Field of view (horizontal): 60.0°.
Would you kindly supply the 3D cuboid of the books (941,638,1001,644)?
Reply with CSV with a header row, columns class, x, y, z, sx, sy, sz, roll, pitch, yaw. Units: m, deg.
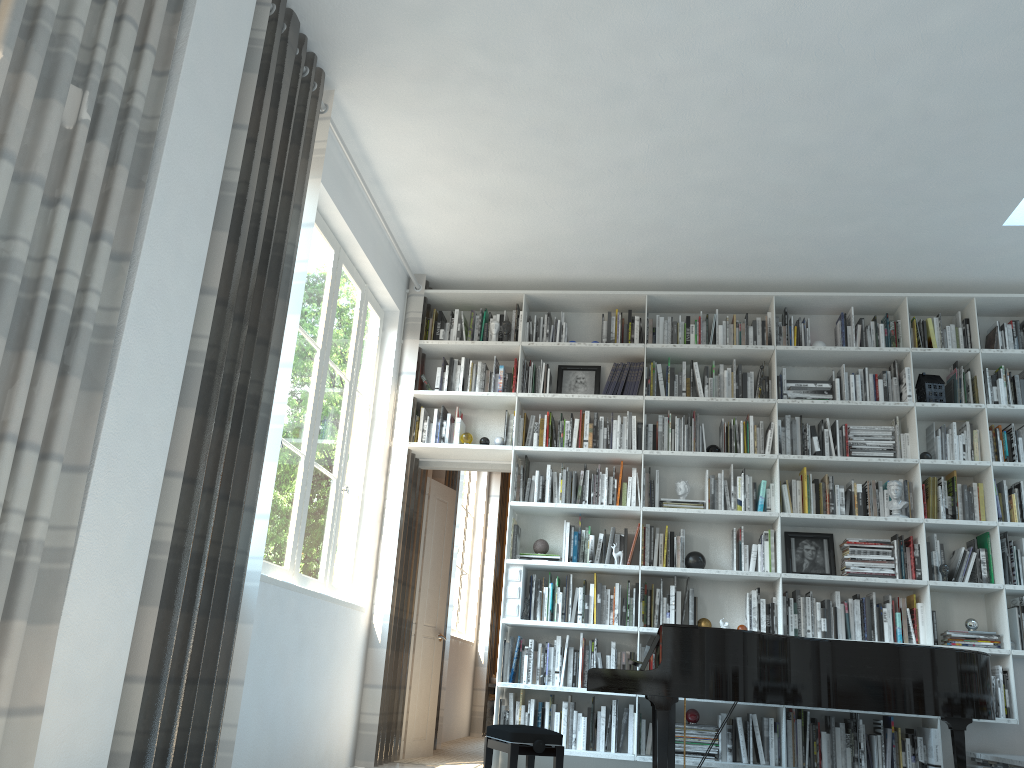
class,x,y,z,sx,sy,sz,roll,pitch,yaw
books,2.698,1.519,5.224,0.285,0.012,0.160,0,-19,11

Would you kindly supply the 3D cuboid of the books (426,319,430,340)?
class,x,y,z,sx,sy,sz,roll,pitch,yaw
books,-0.591,-0.340,6.374,0.024,0.227,0.130,1,-18,8

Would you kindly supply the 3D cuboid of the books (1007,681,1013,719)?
class,x,y,z,sx,sy,sz,roll,pitch,yaw
books,2.820,1.809,5.082,0.012,0.205,0.161,1,-19,8

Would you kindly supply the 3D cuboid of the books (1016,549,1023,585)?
class,x,y,z,sx,sy,sz,roll,pitch,yaw
books,3.031,1.125,5.351,0.011,0.225,0.188,1,-19,8

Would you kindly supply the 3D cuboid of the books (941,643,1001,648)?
class,x,y,z,sx,sy,sz,roll,pitch,yaw
books,2.698,1.543,5.221,0.285,0.012,0.160,0,-19,13

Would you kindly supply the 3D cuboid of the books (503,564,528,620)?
class,x,y,z,sx,sy,sz,roll,pitch,yaw
books,0.026,1.343,5.669,0.106,0.339,0.308,1,-19,8

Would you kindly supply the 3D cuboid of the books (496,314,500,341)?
class,x,y,z,sx,sy,sz,roll,pitch,yaw
books,-0.094,-0.343,6.299,0.021,0.252,0.180,1,-19,8

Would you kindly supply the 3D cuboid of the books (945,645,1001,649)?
class,x,y,z,sx,sy,sz,roll,pitch,yaw
books,2.696,1.553,5.213,0.285,0.012,0.160,0,-19,11

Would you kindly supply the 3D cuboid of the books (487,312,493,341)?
class,x,y,z,sx,sy,sz,roll,pitch,yaw
books,-0.156,-0.353,6.315,0.013,0.274,0.159,1,-18,8

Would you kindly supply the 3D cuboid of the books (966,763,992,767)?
class,x,y,z,sx,sy,sz,roll,pitch,yaw
books,2.671,2.140,4.949,0.191,0.013,0.244,3,-19,5

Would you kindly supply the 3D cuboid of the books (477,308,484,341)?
class,x,y,z,sx,sy,sz,roll,pitch,yaw
books,-0.221,-0.371,6.323,0.014,0.303,0.146,1,-18,8

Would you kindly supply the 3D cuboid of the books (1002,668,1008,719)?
class,x,y,z,sx,sy,sz,roll,pitch,yaw
books,2.797,1.778,5.097,0.015,0.270,0.158,1,-19,8

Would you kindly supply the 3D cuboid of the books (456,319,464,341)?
class,x,y,z,sx,sy,sz,roll,pitch,yaw
books,-0.363,-0.332,6.315,0.030,0.205,0.176,1,-19,8

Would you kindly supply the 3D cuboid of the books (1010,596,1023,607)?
class,x,y,z,sx,sy,sz,roll,pitch,yaw
books,3.010,1.428,5.252,0.010,0.315,0.187,1,-19,8

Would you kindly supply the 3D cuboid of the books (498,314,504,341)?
class,x,y,z,sx,sy,sz,roll,pitch,yaw
books,-0.071,-0.346,6.293,0.027,0.258,0.147,1,-18,8

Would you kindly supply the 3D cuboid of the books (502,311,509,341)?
class,x,y,z,sx,sy,sz,roll,pitch,yaw
books,-0.048,-0.357,6.307,0.013,0.291,0.155,1,-18,8

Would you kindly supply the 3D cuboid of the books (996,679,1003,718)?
class,x,y,z,sx,sy,sz,roll,pitch,yaw
books,2.757,1.795,5.066,0.011,0.211,0.179,1,-19,8

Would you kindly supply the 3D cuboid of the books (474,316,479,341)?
class,x,y,z,sx,sy,sz,roll,pitch,yaw
books,-0.243,-0.345,6.332,0.030,0.256,0.130,1,-18,8

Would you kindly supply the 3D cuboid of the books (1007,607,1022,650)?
class,x,y,z,sx,sy,sz,roll,pitch,yaw
books,2.977,1.463,5.264,0.012,0.253,0.161,1,-19,8

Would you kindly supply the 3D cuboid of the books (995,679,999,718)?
class,x,y,z,sx,sy,sz,roll,pitch,yaw
books,2.748,1.794,5.086,0.012,0.225,0.149,1,-19,8

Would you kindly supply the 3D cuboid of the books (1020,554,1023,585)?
class,x,y,z,sx,sy,sz,roll,pitch,yaw
books,3.044,1.133,5.360,0.013,0.217,0.161,1,-19,8

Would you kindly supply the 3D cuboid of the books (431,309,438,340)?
class,x,y,z,sx,sy,sz,roll,pitch,yaw
books,-0.550,-0.373,6.358,0.014,0.285,0.175,1,-19,8

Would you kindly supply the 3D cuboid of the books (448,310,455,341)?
class,x,y,z,sx,sy,sz,roll,pitch,yaw
books,-0.430,-0.365,6.347,0.010,0.280,0.161,1,-18,8

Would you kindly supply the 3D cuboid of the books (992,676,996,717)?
class,x,y,z,sx,sy,sz,roll,pitch,yaw
books,2.728,1.789,5.073,0.026,0.224,0.175,1,-19,8

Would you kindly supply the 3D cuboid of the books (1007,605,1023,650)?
class,x,y,z,sx,sy,sz,roll,pitch,yaw
books,2.992,1.453,5.245,0.023,0.261,0.187,1,-19,8

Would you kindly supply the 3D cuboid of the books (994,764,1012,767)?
class,x,y,z,sx,sy,sz,roll,pitch,yaw
books,2.668,2.027,4.674,0.135,0.014,0.298,1,-19,9

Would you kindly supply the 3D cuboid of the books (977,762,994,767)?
class,x,y,z,sx,sy,sz,roll,pitch,yaw
books,2.707,2.127,4.948,0.133,0.017,0.232,1,-19,9

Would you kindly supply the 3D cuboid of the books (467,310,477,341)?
class,x,y,z,sx,sy,sz,roll,pitch,yaw
books,-0.278,-0.363,6.324,0.039,0.281,0.182,1,-19,8

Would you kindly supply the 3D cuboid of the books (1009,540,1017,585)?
class,x,y,z,sx,sy,sz,roll,pitch,yaw
books,3.013,1.100,5.370,0.005,0.282,0.159,1,-18,8

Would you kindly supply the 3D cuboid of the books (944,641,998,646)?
class,x,y,z,sx,sy,sz,roll,pitch,yaw
books,2.698,1.531,5.222,0.254,0.012,0.161,-1,-19,14

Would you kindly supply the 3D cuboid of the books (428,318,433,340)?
class,x,y,z,sx,sy,sz,roll,pitch,yaw
books,-0.569,-0.341,6.360,0.023,0.222,0.151,1,-19,8

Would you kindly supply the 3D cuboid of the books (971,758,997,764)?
class,x,y,z,sx,sy,sz,roll,pitch,yaw
books,2.694,2.112,4.955,0.158,0.014,0.235,2,-19,6

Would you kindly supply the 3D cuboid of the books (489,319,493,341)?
class,x,y,z,sx,sy,sz,roll,pitch,yaw
books,-0.140,-0.330,6.304,0.021,0.225,0.157,1,-19,8

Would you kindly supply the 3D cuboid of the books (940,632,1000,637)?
class,x,y,z,sx,sy,sz,roll,pitch,yaw
books,2.701,1.485,5.238,0.285,0.012,0.160,0,-19,12

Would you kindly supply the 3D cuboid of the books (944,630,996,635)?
class,x,y,z,sx,sy,sz,roll,pitch,yaw
books,2.701,1.471,5.235,0.254,0.012,0.161,-2,-20,17

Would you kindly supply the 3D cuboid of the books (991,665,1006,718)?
class,x,y,z,sx,sy,sz,roll,pitch,yaw
books,2.777,1.764,5.082,0.021,0.284,0.173,1,-19,8

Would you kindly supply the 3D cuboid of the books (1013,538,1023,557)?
class,x,y,z,sx,sy,sz,roll,pitch,yaw
books,3.072,1.094,5.362,0.014,0.296,0.176,1,-19,8

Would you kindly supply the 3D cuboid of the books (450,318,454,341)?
class,x,y,z,sx,sy,sz,roll,pitch,yaw
books,-0.414,-0.337,6.344,0.024,0.226,0.158,1,-19,8

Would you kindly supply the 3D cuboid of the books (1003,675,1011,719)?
class,x,y,z,sx,sy,sz,roll,pitch,yaw
books,2.807,1.791,5.076,0.013,0.232,0.149,1,-19,8

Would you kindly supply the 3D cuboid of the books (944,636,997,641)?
class,x,y,z,sx,sy,sz,roll,pitch,yaw
books,2.700,1.509,5.232,0.254,0.012,0.161,0,-19,13

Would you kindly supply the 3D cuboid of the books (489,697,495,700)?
class,x,y,z,sx,sy,sz,roll,pitch,yaw
books,-0.263,3.391,9.559,0.129,0.030,0.183,-7,-22,29

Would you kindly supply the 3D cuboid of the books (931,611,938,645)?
class,x,y,z,sx,sy,sz,roll,pitch,yaw
books,2.520,1.477,5.334,0.030,0.209,0.137,1,-19,8

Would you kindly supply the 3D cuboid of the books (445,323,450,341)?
class,x,y,z,sx,sy,sz,roll,pitch,yaw
books,-0.451,-0.320,6.352,0.031,0.195,0.145,1,-19,8

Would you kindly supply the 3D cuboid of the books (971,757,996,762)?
class,x,y,z,sx,sy,sz,roll,pitch,yaw
books,2.688,2.101,4.960,0.157,0.007,0.269,0,-19,13

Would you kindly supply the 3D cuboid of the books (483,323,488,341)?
class,x,y,z,sx,sy,sz,roll,pitch,yaw
books,-0.178,-0.315,6.298,0.024,0.186,0.160,1,-19,8

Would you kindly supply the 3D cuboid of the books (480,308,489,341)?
class,x,y,z,sx,sy,sz,roll,pitch,yaw
books,-0.198,-0.372,6.331,0.029,0.313,0.129,1,-18,8

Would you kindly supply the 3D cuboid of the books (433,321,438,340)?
class,x,y,z,sx,sy,sz,roll,pitch,yaw
books,-0.534,-0.328,6.344,0.024,0.194,0.167,1,-19,8

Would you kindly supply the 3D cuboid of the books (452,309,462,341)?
class,x,y,z,sx,sy,sz,roll,pitch,yaw
books,-0.388,-0.366,6.340,0.028,0.282,0.190,1,-19,8

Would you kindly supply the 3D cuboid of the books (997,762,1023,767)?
class,x,y,z,sx,sy,sz,roll,pitch,yaw
books,2.664,2.011,4.680,0.137,0.018,0.201,0,-19,12

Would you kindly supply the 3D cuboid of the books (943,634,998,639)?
class,x,y,z,sx,sy,sz,roll,pitch,yaw
books,2.698,1.493,5.226,0.254,0.012,0.161,1,-19,8

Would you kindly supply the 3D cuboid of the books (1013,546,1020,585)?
class,x,y,z,sx,sy,sz,roll,pitch,yaw
books,3.021,1.117,5.366,0.013,0.248,0.165,1,-19,8

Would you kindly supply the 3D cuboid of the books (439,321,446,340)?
class,x,y,z,sx,sy,sz,roll,pitch,yaw
books,-0.484,-0.325,6.332,0.028,0.186,0.182,1,-19,8

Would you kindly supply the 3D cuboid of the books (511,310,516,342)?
class,x,y,z,sx,sy,sz,roll,pitch,yaw
books,0.019,-0.356,6.288,0.022,0.285,0.176,1,-19,8

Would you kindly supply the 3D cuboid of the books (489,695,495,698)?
class,x,y,z,sx,sy,sz,roll,pitch,yaw
books,-0.266,3.365,9.567,0.189,0.022,0.134,15,-21,-29

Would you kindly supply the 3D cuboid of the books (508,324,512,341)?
class,x,y,z,sx,sy,sz,roll,pitch,yaw
books,-0.009,-0.308,6.277,0.028,0.184,0.168,1,-19,8

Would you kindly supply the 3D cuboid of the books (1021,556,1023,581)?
class,x,y,z,sx,sy,sz,roll,pitch,yaw
books,3.055,1.147,5.348,0.013,0.185,0.184,1,-19,8

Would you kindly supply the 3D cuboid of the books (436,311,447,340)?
class,x,y,z,sx,sy,sz,roll,pitch,yaw
books,-0.507,-0.365,6.347,0.025,0.268,0.178,1,-19,8

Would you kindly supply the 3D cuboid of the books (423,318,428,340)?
class,x,y,z,sx,sy,sz,roll,pitch,yaw
books,-0.613,-0.343,6.355,0.014,0.218,0.189,1,-19,8

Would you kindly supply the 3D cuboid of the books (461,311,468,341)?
class,x,y,z,sx,sy,sz,roll,pitch,yaw
books,-0.329,-0.360,6.313,0.057,0.261,0.191,1,-19,8
